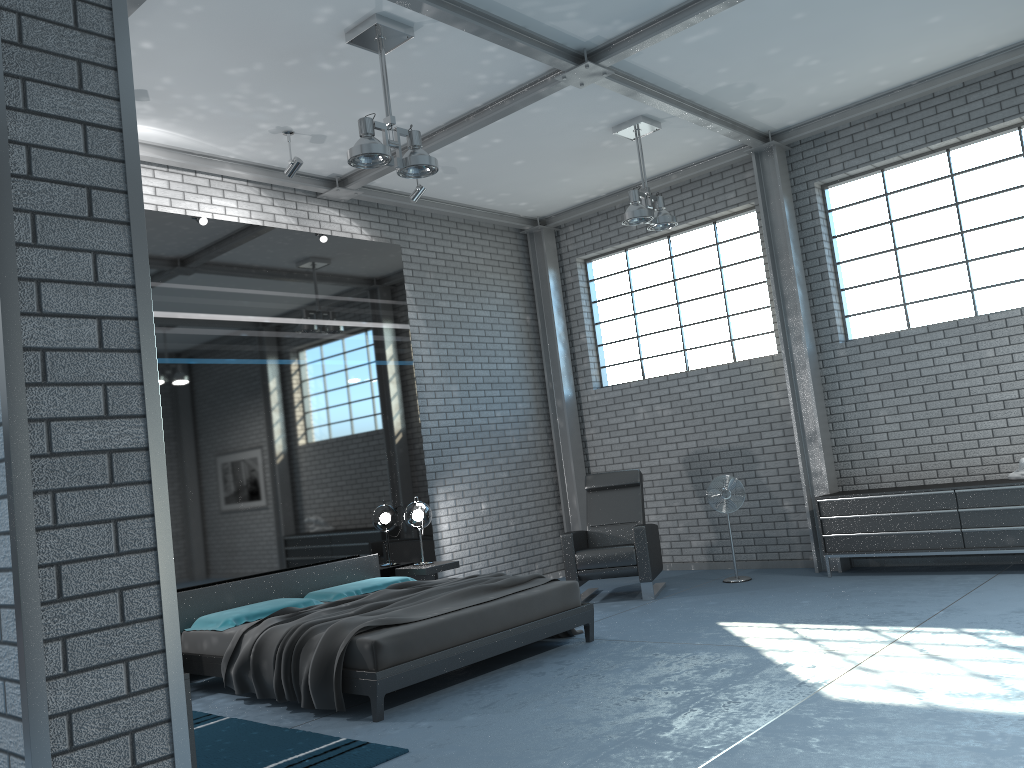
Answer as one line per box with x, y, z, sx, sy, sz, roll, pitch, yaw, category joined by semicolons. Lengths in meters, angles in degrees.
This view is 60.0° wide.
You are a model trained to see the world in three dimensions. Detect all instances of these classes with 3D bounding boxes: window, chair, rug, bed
1.754;-0.848;9.351;2.200;1.500;0.100;-12;-7;41;window
0.918;1.358;8.068;0.763;1.099;0.940;-9;-6;17;chair
-1.534;1.864;4.455;2.060;0.012;0.886;-12;-7;41;rug
3.807;-1.280;7.496;2.200;1.500;0.100;-12;-7;41;window
-0.861;1.623;6.206;2.261;0.674;2.290;-12;-7;41;bed

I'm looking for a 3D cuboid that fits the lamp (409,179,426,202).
-0.848;-1.772;7.787;0.161;0.343;0.137;-8;-6;12;lamp

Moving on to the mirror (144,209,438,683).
-2.016;0.411;7.111;0.050;3.500;3.400;-12;-7;41;mirror

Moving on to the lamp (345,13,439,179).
-0.764;-1.744;5.415;0.300;0.872;0.639;-12;-7;41;lamp

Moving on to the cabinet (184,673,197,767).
-2.049;1.495;3.534;2.250;0.682;0.510;-12;-7;41;cabinet

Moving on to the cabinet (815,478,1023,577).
3.635;1.134;7.028;2.250;0.682;0.510;-12;-7;41;cabinet

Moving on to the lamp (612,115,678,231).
1.109;-1.773;7.496;0.300;0.872;0.639;-12;-7;41;lamp

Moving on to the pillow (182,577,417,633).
-1.520;1.636;6.692;0.567;0.115;1.810;-12;-7;41;pillow

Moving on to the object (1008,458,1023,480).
3.977;0.594;6.710;0.151;0.244;0.496;-5;-6;-23;object

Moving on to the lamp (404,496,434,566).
-0.815;1.292;7.855;0.259;0.596;0.250;-2;-7;-40;lamp

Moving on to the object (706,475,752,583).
1.968;1.297;8.020;0.342;0.954;0.258;-8;-6;7;object

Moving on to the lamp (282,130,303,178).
-1.711;-1.764;6.829;0.167;0.332;0.137;-10;-6;32;lamp

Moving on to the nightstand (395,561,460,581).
-0.712;1.829;7.733;0.400;0.501;0.400;-12;-7;41;nightstand
